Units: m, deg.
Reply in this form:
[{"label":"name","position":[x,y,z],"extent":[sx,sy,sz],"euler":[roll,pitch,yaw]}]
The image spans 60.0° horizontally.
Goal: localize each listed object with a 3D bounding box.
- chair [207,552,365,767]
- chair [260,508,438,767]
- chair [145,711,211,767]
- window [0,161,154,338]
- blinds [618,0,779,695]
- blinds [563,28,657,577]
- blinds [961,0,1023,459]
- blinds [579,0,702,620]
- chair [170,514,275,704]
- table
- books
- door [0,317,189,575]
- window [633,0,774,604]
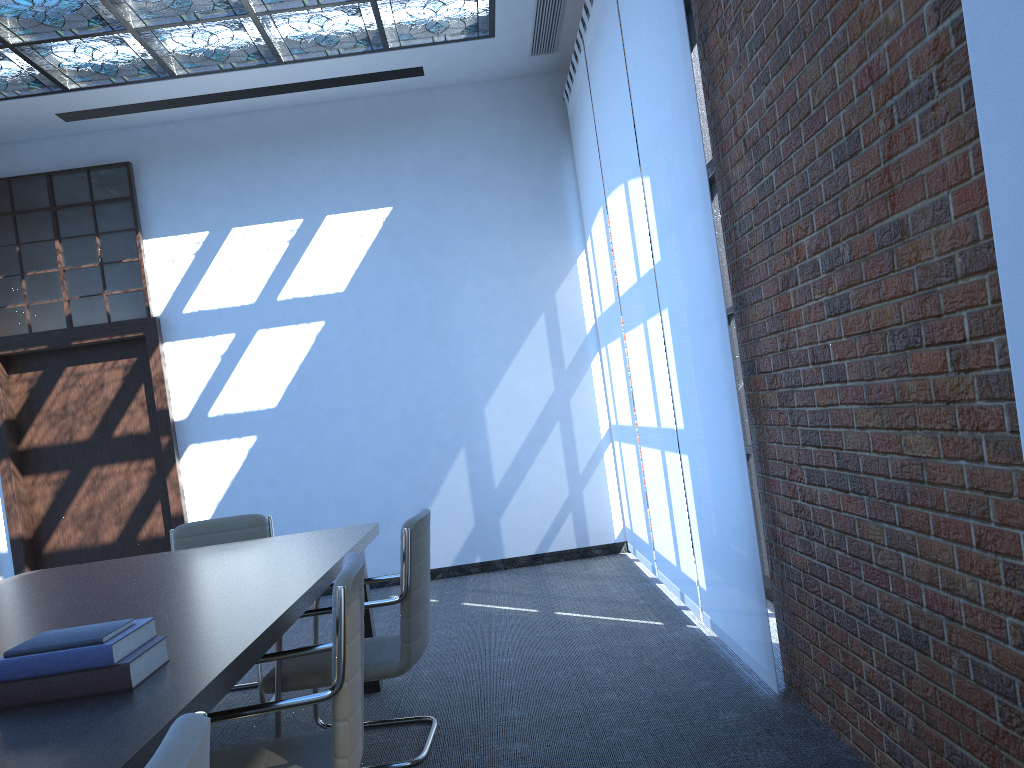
[{"label":"chair","position":[-0.697,0.989,2.436],"extent":[0.706,0.923,0.560],"euler":[-8,0,-8]},{"label":"chair","position":[-0.625,1.018,3.580],"extent":[0.706,0.923,0.560],"euler":[-8,0,2]},{"label":"chair","position":[-0.662,0.935,0.986],"extent":[0.706,0.923,0.560],"euler":[-8,0,-6]},{"label":"window","position":[-3.652,-1.062,7.152],"extent":[1.328,1.292,0.059],"euler":[-8,0,-1]},{"label":"blinds","position":[0.769,-0.624,4.057],"extent":[0.039,3.757,1.219],"euler":[-8,0,-2]},{"label":"blinds","position":[0.707,-0.530,6.599],"extent":[0.039,3.757,1.219],"euler":[-8,0,-2]},{"label":"blinds","position":[0.843,-0.738,0.976],"extent":[0.039,3.757,1.315],"euler":[-8,0,-2]},{"label":"blinds","position":[0.738,-0.577,5.323],"extent":[0.039,3.757,1.219],"euler":[-8,0,-2]},{"label":"chair","position":[-1.514,1.172,4.500],"extent":[0.560,0.923,0.706],"euler":[-8,0,-2]},{"label":"table","position":[-1.460,1.147,2.271],"extent":[1.809,0.810,4.506],"euler":[-8,-2,-2]},{"label":"books","position":[-0.937,0.596,1.928],"extent":[0.294,0.115,0.255],"euler":[-8,-2,-3]},{"label":"door","position":[-3.396,0.763,7.220],"extent":[1.400,2.435,0.200],"euler":[-8,0,-1]},{"label":"window","position":[1.369,-0.654,2.412],"extent":[0.160,3.607,9.627],"euler":[-8,-2,-2]}]
